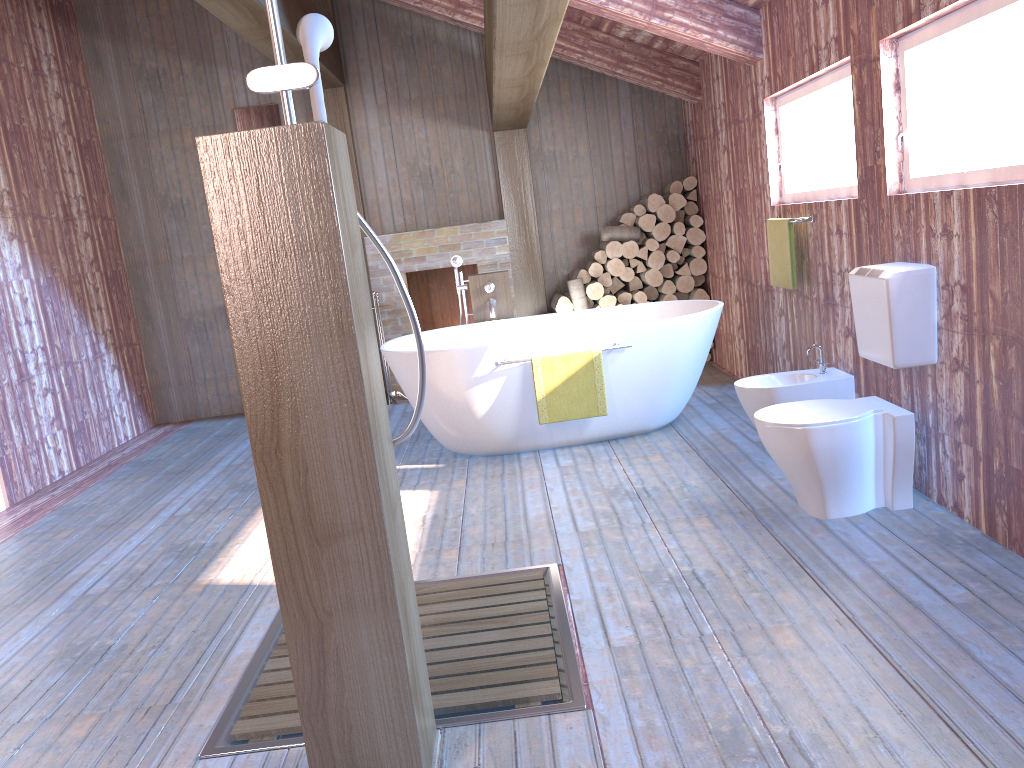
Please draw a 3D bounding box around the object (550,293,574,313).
[{"bbox_3d":[0.389,-0.641,7.021,0.139,0.137,0.455,-8,10,-2],"label":"object"}]

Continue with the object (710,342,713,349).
[{"bbox_3d":[1.507,-0.352,7.087,0.102,0.109,0.438,-7,10,1],"label":"object"}]

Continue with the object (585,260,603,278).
[{"bbox_3d":[0.644,-0.905,6.964,0.115,0.123,0.291,-7,10,1],"label":"object"}]

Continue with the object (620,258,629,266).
[{"bbox_3d":[0.873,-0.955,6.951,0.057,0.061,0.156,-7,10,-1],"label":"object"}]

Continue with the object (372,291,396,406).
[{"bbox_3d":[-1.046,-0.289,6.977,0.276,0.888,0.333,1,13,41],"label":"object"}]

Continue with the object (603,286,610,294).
[{"bbox_3d":[0.729,-0.750,7.009,0.064,0.068,0.174,-7,10,-1],"label":"object"}]

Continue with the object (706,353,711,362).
[{"bbox_3d":[1.508,-0.250,7.160,0.114,0.113,0.301,-8,10,-2],"label":"object"}]

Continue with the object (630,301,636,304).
[{"bbox_3d":[0.916,-0.611,7.030,0.086,0.089,0.279,-8,10,-2],"label":"object"}]

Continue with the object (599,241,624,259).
[{"bbox_3d":[0.777,-1.061,6.951,0.135,0.145,0.439,-7,10,1],"label":"object"}]

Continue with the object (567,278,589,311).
[{"bbox_3d":[0.511,-0.665,6.836,0.147,0.298,0.109,-7,10,3],"label":"object"}]

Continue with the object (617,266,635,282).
[{"bbox_3d":[0.886,-0.873,6.978,0.115,0.123,0.291,-7,10,1],"label":"object"}]

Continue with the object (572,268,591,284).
[{"bbox_3d":[0.546,-0.856,7.019,0.114,0.113,0.301,-8,10,-2],"label":"object"}]

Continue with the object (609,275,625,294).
[{"bbox_3d":[0.817,-0.805,7.090,0.128,0.150,0.323,-7,10,0],"label":"object"}]

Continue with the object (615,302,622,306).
[{"bbox_3d":[0.823,-0.601,7.023,0.098,0.100,0.437,-8,10,-2],"label":"object"}]

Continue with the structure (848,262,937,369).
[{"bbox_3d":[1.435,-0.265,3.349,0.182,0.363,0.358,-7,10,1],"label":"structure"}]

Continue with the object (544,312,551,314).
[{"bbox_3d":[0.299,-0.511,7.084,0.101,0.103,0.242,-7,10,1],"label":"object"}]

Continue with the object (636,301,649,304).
[{"bbox_3d":[1.026,-0.610,7.034,0.111,0.113,0.301,-8,10,-1],"label":"object"}]

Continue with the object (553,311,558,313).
[{"bbox_3d":[0.400,-0.511,7.033,0.137,0.133,0.437,-8,10,-2],"label":"object"}]

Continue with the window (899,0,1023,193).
[{"bbox_3d":[1.527,-0.926,2.805,0.054,0.587,1.255,-7,10,1],"label":"window"}]

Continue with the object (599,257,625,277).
[{"bbox_3d":[0.781,-0.925,6.968,0.141,0.143,0.437,-8,10,-2],"label":"object"}]

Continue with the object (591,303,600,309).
[{"bbox_3d":[0.624,-0.553,7.056,0.155,0.174,0.483,-8,10,-2],"label":"object"}]

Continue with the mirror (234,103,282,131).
[{"bbox_3d":[-1.930,-1.592,7.049,0.350,1.199,0.009,-7,10,0],"label":"mirror"}]

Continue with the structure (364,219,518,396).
[{"bbox_3d":[-0.529,-0.596,7.179,1.130,1.330,0.226,-7,10,0],"label":"structure"}]

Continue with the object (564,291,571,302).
[{"bbox_3d":[0.476,-0.693,7.113,0.099,0.093,0.280,-7,10,1],"label":"object"}]

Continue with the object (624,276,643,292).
[{"bbox_3d":[0.967,-0.810,7.095,0.104,0.127,0.321,-7,10,1],"label":"object"}]

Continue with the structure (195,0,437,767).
[{"bbox_3d":[-0.421,-0.168,2.031,0.328,2.209,0.522,-4,10,20],"label":"structure"}]

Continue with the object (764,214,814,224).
[{"bbox_3d":[1.426,-0.851,4.611,0.091,0.043,0.581,-7,10,1],"label":"object"}]

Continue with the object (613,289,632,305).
[{"bbox_3d":[0.874,-0.683,7.018,0.114,0.120,0.303,-7,10,1],"label":"object"}]

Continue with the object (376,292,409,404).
[{"bbox_3d":[-0.969,-0.285,6.915,0.206,0.871,0.126,2,13,42],"label":"object"}]

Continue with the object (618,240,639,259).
[{"bbox_3d":[0.892,-1.062,6.953,0.138,0.147,0.440,-7,10,1],"label":"object"}]

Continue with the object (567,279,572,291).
[{"bbox_3d":[0.507,-0.779,7.101,0.108,0.113,0.302,-7,10,1],"label":"object"}]

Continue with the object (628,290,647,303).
[{"bbox_3d":[0.976,-0.699,7.013,0.098,0.100,0.437,-8,10,-2],"label":"object"}]

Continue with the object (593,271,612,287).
[{"bbox_3d":[0.712,-0.828,6.995,0.111,0.113,0.301,-7,10,-1],"label":"object"}]

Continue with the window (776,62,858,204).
[{"bbox_3d":[1.518,-1.192,4.328,0.054,0.587,1.255,-7,10,1],"label":"window"}]

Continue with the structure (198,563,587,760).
[{"bbox_3d":[-0.314,0.831,2.757,1.000,0.067,1.000,-7,10,0],"label":"structure"}]

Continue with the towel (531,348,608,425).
[{"bbox_3d":[0.301,0.012,4.622,0.370,0.361,0.032,-8,10,-4],"label":"towel"}]

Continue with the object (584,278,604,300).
[{"bbox_3d":[0.632,-0.751,6.998,0.138,0.147,0.440,-7,10,1],"label":"object"}]

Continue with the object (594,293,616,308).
[{"bbox_3d":[0.733,-0.659,7.031,0.139,0.148,0.458,-7,10,1],"label":"object"}]

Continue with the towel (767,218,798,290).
[{"bbox_3d":[1.411,-0.684,4.645,0.032,0.361,0.370,-7,10,0],"label":"towel"}]

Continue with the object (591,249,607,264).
[{"bbox_3d":[0.686,-1.003,6.963,0.106,0.112,0.282,-7,10,1],"label":"object"}]

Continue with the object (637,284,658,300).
[{"bbox_3d":[1.083,-0.739,7.110,0.116,0.118,0.289,-8,10,-2],"label":"object"}]

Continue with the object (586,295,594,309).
[{"bbox_3d":[0.580,-0.663,7.106,0.121,0.124,0.291,-7,10,1],"label":"object"}]

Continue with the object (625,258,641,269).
[{"bbox_3d":[0.949,-0.958,6.967,0.088,0.092,0.280,-7,10,1],"label":"object"}]
